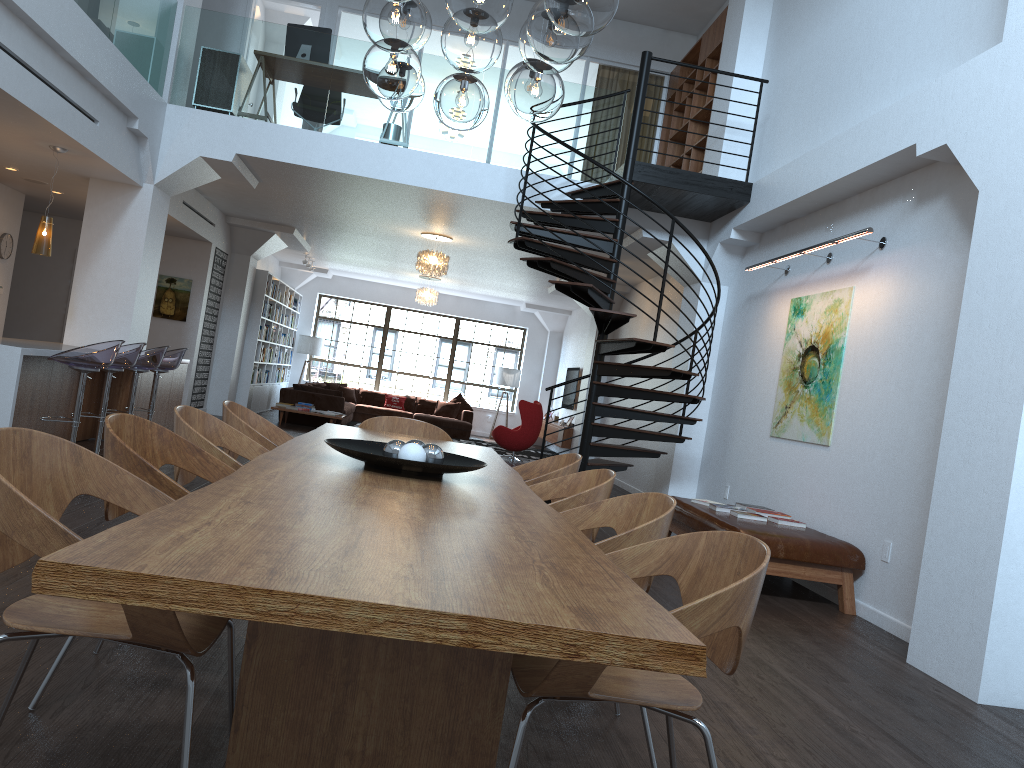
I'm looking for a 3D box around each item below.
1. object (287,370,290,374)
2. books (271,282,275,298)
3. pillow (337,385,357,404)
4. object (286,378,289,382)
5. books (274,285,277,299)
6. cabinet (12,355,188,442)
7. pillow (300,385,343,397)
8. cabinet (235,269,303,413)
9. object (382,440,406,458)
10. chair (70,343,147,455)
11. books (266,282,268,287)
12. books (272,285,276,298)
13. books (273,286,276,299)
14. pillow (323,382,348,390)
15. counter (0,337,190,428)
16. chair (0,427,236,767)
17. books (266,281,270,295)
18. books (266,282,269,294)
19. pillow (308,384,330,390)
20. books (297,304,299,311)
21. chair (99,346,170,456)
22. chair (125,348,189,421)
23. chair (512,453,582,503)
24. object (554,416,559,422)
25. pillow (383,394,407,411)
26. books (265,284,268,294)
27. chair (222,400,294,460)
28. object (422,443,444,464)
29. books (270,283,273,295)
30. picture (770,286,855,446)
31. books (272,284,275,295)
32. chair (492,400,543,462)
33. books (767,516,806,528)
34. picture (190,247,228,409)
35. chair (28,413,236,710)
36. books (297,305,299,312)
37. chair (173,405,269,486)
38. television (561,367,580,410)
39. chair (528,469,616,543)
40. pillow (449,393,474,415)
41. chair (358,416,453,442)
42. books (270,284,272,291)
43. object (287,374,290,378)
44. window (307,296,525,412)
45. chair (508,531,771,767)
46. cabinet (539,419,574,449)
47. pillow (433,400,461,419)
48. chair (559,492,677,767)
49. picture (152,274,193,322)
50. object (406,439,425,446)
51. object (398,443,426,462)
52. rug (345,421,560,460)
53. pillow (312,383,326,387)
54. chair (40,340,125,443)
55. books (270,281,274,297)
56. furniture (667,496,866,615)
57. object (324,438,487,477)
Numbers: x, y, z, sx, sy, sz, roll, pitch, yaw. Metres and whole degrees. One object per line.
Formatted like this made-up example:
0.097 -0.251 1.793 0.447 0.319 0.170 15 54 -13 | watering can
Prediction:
-4.878 -0.277 18.733 0.316 0.088 0.410 9 0 -6 | object
-4.231 -1.644 15.331 0.197 0.290 0.136 9 0 -6 | books
-3.414 0.214 18.236 0.489 0.337 0.238 9 -1 -37 | pillow
-4.898 -0.102 18.732 0.331 0.088 0.410 9 0 -6 | object
-4.255 -1.628 15.623 0.182 0.255 0.077 9 0 -6 | books
-4.126 0.107 8.306 0.898 0.796 4.493 9 0 -6 | cabinet
-3.227 0.235 15.021 0.750 0.364 0.289 9 0 -7 | pillow
-4.650 -0.717 16.724 0.461 2.414 4.500 9 0 -6 | cabinet
-0.418 0.251 3.205 0.100 0.100 0.100 9 -1 39 | object
-3.253 0.132 7.080 0.481 1.014 0.530 9 0 -8 | chair
-4.147 -1.600 14.626 0.182 0.215 0.188 9 0 -6 | books
-4.229 -1.624 15.436 0.182 0.253 0.098 9 0 -6 | books
-4.243 -1.621 15.522 0.174 0.243 0.085 9 0 -6 | books
-3.610 0.165 18.311 0.580 0.418 0.334 9 -1 -33 | pillow
-3.046 0.243 6.792 3.039 0.860 8.182 9 -1 -36 | counter
-0.929 0.554 2.009 0.618 0.833 0.629 9 0 -6 | chair
-4.178 -1.623 14.888 0.170 0.251 0.118 9 0 -6 | books
-4.166 -1.606 14.815 0.161 0.222 0.084 9 0 -6 | books
-3.287 0.185 15.282 0.559 0.411 0.269 9 -1 40 | pillow
-4.602 -1.619 18.801 0.128 0.178 0.022 9 0 -6 | books
-3.307 0.129 7.715 0.481 1.014 0.530 9 0 -8 | chair
-3.377 0.123 8.342 0.481 1.014 0.530 9 0 -4 | chair
-0.003 0.720 4.433 0.617 0.830 0.629 9 0 -6 | chair
0.908 0.710 18.057 0.089 0.110 0.089 9 -1 39 | object
-2.441 0.387 18.488 0.465 0.308 0.220 9 0 -10 | pillow
-4.165 -1.604 14.780 0.161 0.218 0.101 9 0 -6 | books
-1.166 0.535 4.309 0.618 0.833 0.629 9 0 -8 | chair
-0.295 0.265 3.209 0.100 0.100 0.100 9 -1 39 | object
-4.209 -1.618 15.182 0.174 0.242 0.105 9 0 -6 | books
2.385 -0.139 7.115 0.010 1.200 1.095 9 0 -6 | picture
-4.228 -1.622 15.403 0.159 0.248 0.089 9 0 -6 | books
0.090 0.733 14.609 0.801 1.006 0.798 9 0 19 | chair
2.001 1.005 6.457 0.224 0.036 0.161 9 0 -12 | books
-4.491 -0.807 13.174 0.021 2.380 0.800 9 0 -6 | picture
-1.014 0.547 2.772 0.618 0.833 0.629 9 0 -6 | chair
-4.611 -1.630 18.855 0.136 0.196 0.045 9 0 -6 | books
-1.098 0.540 3.531 0.618 0.833 0.629 9 0 -6 | chair
1.137 0.083 17.308 0.013 0.816 1.324 9 0 -7 | television
0.075 0.727 3.669 0.618 0.833 0.629 9 0 -5 | chair
-1.163 0.473 18.676 0.651 0.587 0.335 9 -1 -27 | pillow
-0.657 0.623 5.122 0.629 0.833 0.618 9 0 -11 | chair
-4.205 -1.622 15.129 0.170 0.251 0.118 9 0 -6 | books
-4.884 -0.190 18.733 0.331 0.088 0.410 9 0 -6 | object
-2.128 -0.662 19.961 4.648 1.905 0.114 9 0 -6 | window
0.252 0.742 2.135 0.618 0.833 0.629 9 0 -6 | chair
0.836 0.925 17.348 0.459 0.350 4.501 9 0 -6 | cabinet
-1.360 0.523 18.489 0.542 0.362 0.248 9 0 15 | pillow
0.179 0.737 2.912 0.618 0.833 0.629 9 0 -6 | chair
-4.778 -1.208 12.485 0.450 0.600 0.030 9 0 -6 | picture
-0.360 0.255 3.286 0.100 0.100 0.100 9 -1 39 | object
-0.352 0.258 3.126 0.100 0.100 0.100 9 -1 39 | object
-1.053 1.072 16.519 4.200 0.007 3.100 9 0 -5 | rug
-3.554 0.177 16.689 0.325 0.391 0.625 9 0 10 | pillow
-3.156 0.142 6.455 0.481 1.014 0.530 9 0 -4 | chair
-4.220 -1.644 15.269 0.176 0.293 0.125 9 0 -6 | books
1.756 1.211 6.628 0.907 0.453 1.819 9 0 -6 | furniture
-0.387 0.279 3.216 0.592 0.066 0.592 9 -1 41 | object
